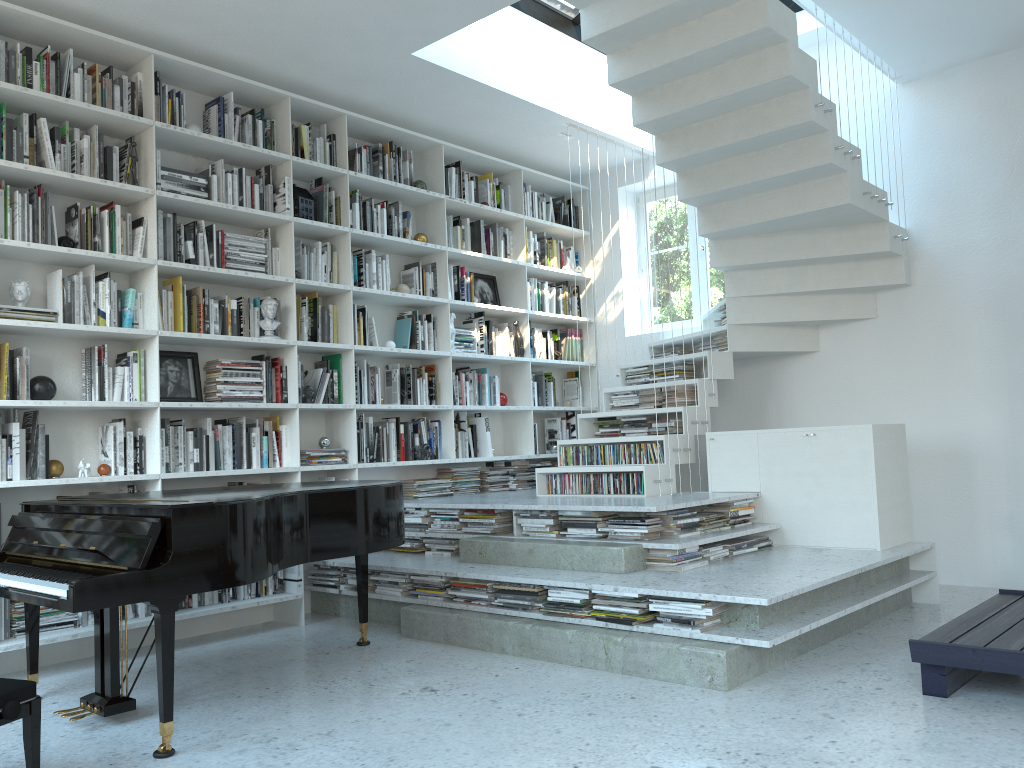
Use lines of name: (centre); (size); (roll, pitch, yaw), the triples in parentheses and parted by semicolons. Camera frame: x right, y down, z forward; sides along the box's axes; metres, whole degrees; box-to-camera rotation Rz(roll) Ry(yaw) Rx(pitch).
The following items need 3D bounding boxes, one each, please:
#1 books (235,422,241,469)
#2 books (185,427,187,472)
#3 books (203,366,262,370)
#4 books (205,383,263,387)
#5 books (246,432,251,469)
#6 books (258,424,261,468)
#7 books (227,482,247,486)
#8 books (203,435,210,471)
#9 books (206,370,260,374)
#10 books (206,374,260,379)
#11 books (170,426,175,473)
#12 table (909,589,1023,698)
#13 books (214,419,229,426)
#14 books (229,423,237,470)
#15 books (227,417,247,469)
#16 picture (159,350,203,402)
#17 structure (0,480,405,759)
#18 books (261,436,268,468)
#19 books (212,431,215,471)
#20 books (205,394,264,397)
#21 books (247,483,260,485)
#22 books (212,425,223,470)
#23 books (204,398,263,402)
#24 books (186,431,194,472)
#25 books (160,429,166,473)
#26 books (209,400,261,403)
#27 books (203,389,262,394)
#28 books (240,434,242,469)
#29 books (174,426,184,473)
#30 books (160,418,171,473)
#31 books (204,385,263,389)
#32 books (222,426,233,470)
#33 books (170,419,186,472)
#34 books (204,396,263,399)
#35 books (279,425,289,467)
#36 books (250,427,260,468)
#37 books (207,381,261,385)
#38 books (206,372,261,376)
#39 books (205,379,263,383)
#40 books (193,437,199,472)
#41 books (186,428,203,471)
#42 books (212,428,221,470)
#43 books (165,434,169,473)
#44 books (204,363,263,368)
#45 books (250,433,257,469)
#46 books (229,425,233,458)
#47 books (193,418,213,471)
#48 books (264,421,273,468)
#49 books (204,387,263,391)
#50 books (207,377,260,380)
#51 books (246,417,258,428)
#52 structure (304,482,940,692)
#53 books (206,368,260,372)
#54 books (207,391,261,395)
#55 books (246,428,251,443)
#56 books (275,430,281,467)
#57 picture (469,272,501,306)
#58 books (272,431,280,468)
books: (-1.595, 0.354, 5.037); (0.161, 0.264, 0.028); (-6, -5, 42)
books: (-1.815, 0.358, 4.819); (0.141, 0.244, 0.021); (-6, -5, 42)
books: (-1.604, -0.087, 5.096); (0.159, 0.012, 0.285); (-6, -6, 44)
books: (-1.595, 0.009, 5.085); (0.285, 0.012, 0.159); (2, -6, -43)
books: (-1.556, 0.385, 5.080); (0.183, 0.207, 0.024); (-6, -5, 42)
books: (-1.508, 0.364, 5.163); (0.145, 0.256, 0.014); (-6, -5, 42)
books: (-1.538, 0.702, 4.973); (0.181, 0.303, 0.013); (-6, -5, 42)
books: (-1.720, 0.383, 4.889); (0.165, 0.196, 0.023); (-6, -5, 42)
books: (-1.601, -0.063, 5.093); (0.161, 0.012, 0.254); (-6, -5, 39)
books: (-1.600, -0.039, 5.091); (0.161, 0.012, 0.254); (-6, -5, 39)
books: (-1.859, 0.354, 4.774); (0.132, 0.247, 0.024); (-6, -5, 42)
table: (2.316, 0.992, 3.227); (1.258, 0.218, 1.270); (-6, -6, 42)
books: (-1.642, 0.344, 5.022); (0.134, 0.286, 0.014); (-6, -5, 42)
books: (-1.613, 0.356, 5.027); (0.181, 0.261, 0.010); (-6, -5, 42)
books: (-1.572, 0.340, 5.071); (0.178, 0.296, 0.012); (-6, -5, 42)
picture: (-1.859, -0.034, 4.881); (0.077, 0.299, 0.300); (-6, -5, 42)
structure: (-1.160, 0.873, 3.803); (1.335, 0.832, 1.918); (-6, -5, 42)
books: (-1.476, 0.399, 5.159); (0.169, 0.183, 0.023); (-6, -5, 42)
books: (-1.704, 0.374, 4.942); (0.140, 0.220, 0.025); (-6, -5, 42)
books: (-1.592, 0.068, 5.081); (0.285, 0.012, 0.159); (2, -6, -43)
books: (-1.479, 0.710, 5.045); (0.169, 0.293, 0.015); (-6, -5, 42)
books: (-1.674, 0.359, 4.989); (0.136, 0.254, 0.025); (-6, -5, 42)
books: (-1.591, 0.092, 5.080); (0.159, 0.012, 0.285); (-6, -5, 37)
books: (-1.783, 0.370, 4.820); (0.174, 0.217, 0.023); (-6, -5, 42)
books: (-1.892, 0.357, 4.701); (0.167, 0.234, 0.027); (-6, -5, 42)
books: (-1.596, 0.105, 5.084); (0.161, 0.012, 0.254); (-6, -6, 44)
books: (-1.602, 0.046, 5.091); (0.159, 0.012, 0.285); (-6, -6, 42)
books: (-1.589, 0.387, 5.062); (0.128, 0.202, 0.021); (-6, -5, 42)
books: (-1.829, 0.355, 4.782); (0.179, 0.245, 0.027); (-6, -5, 42)
books: (-1.881, 0.333, 4.760); (0.140, 0.290, 0.027); (-6, -5, 42)
books: (-1.600, 0.022, 5.089); (0.159, 0.012, 0.285); (-6, -6, 44)
books: (-1.637, 0.362, 4.990); (0.191, 0.245, 0.026); (-6, -5, 42)
books: (-1.814, 0.337, 4.795); (0.166, 0.282, 0.013); (-6, -5, 42)
books: (-1.599, 0.081, 5.087); (0.159, 0.012, 0.285); (-6, -6, 41)
books: (-1.389, 0.371, 5.255); (0.176, 0.246, 0.033); (-6, -5, 42)
books: (-1.515, 0.372, 5.126); (0.175, 0.234, 0.023); (-6, -5, 42)
books: (-1.595, -0.003, 5.086); (0.161, 0.012, 0.254); (-6, -5, 37)
books: (-1.599, -0.051, 5.090); (0.161, 0.012, 0.254); (-6, -5, 38)
books: (-1.595, -0.015, 5.087); (0.285, 0.012, 0.159); (2, -6, -43)
books: (-1.762, 0.387, 4.835); (0.174, 0.183, 0.029); (-6, -5, 42)
books: (-1.749, 0.361, 4.863); (0.166, 0.237, 0.029); (-6, -5, 42)
books: (-1.681, 0.366, 4.958); (0.159, 0.237, 0.031); (-6, -5, 42)
books: (-1.884, 0.372, 4.728); (0.170, 0.208, 0.024); (-6, -5, 42)
books: (-1.599, -0.100, 5.092); (0.159, 0.012, 0.285); (-6, -5, 37)
books: (-1.530, 0.387, 5.107); (0.167, 0.204, 0.023); (-6, -5, 42)
books: (-1.628, 0.361, 5.026); (0.158, 0.251, 0.011); (-6, -5, 42)
books: (-1.716, 0.337, 4.919); (0.152, 0.291, 0.026); (-6, -5, 42)
books: (-1.463, 0.357, 5.196); (0.175, 0.272, 0.026); (-6, -5, 42)
books: (-1.601, 0.034, 5.090); (0.159, 0.012, 0.285); (-6, -6, 43)
books: (-1.600, -0.027, 5.091); (0.161, 0.012, 0.254); (-7, -6, 45)
books: (-1.513, 0.344, 5.149); (0.137, 0.293, 0.014); (-6, -5, 42)
structure: (0.710, 1.008, 5.423); (3.114, 0.659, 2.900); (-6, -6, 42)
books: (-1.600, -0.076, 5.092); (0.161, 0.012, 0.254); (-6, -5, 38)
books: (-1.593, 0.056, 5.082); (0.161, 0.012, 0.254); (-6, -5, 37)
books: (-1.552, 0.372, 5.102); (0.154, 0.235, 0.014); (-6, -5, 42)
books: (-1.414, 0.385, 5.233); (0.166, 0.216, 0.011); (-6, -5, 42)
picture: (-0.210, -0.698, 6.798); (0.077, 0.299, 0.300); (-6, -5, 42)
books: (-1.431, 0.386, 5.212); (0.169, 0.212, 0.042); (-6, -5, 42)
